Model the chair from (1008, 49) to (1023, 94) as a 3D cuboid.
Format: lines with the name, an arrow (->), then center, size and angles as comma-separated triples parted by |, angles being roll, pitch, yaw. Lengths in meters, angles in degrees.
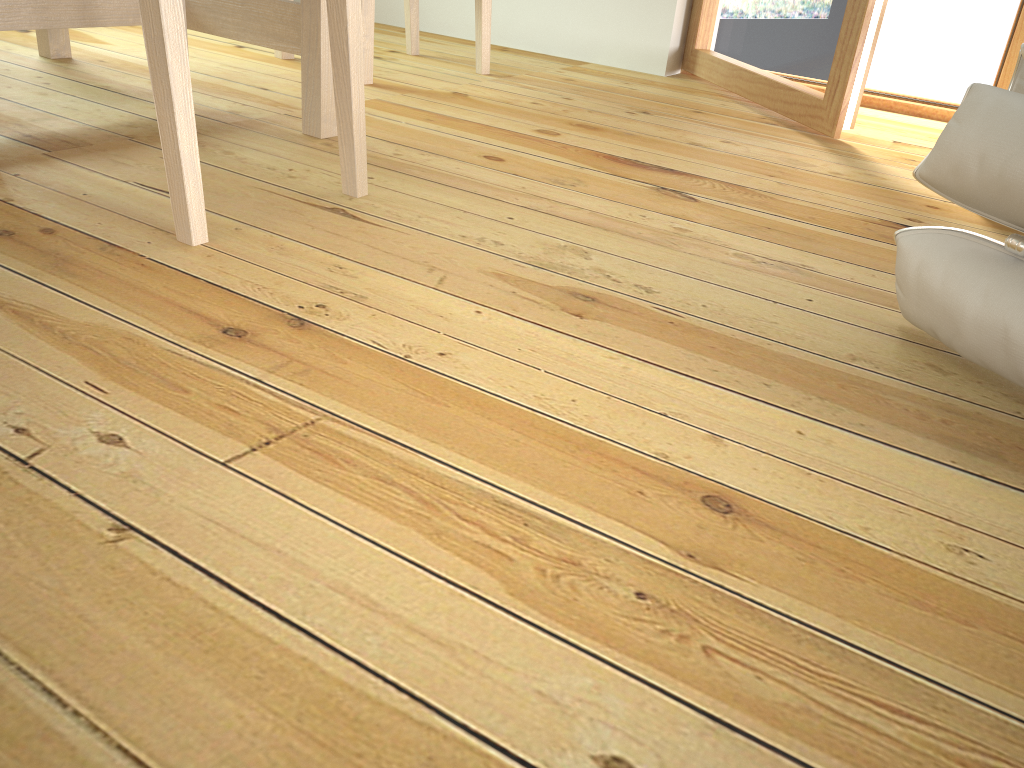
chair -> 1.372, -0.751, 1.553 | 0.573, 0.957, 0.919 | 27, 34, 34

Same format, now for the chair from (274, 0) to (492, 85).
chair -> -0.294, -1.345, 2.285 | 0.509, 1.005, 0.407 | -20, 37, -41

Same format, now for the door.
door -> 0.806, -1.869, 1.979 | 0.163, 2.389, 0.946 | -1, 28, -14

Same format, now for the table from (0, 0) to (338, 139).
table -> -1.140, -0.721, 1.219 | 1.206, 0.747, 2.519 | 22, 32, 28

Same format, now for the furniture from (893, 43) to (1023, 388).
furniture -> 0.873, -0.169, 0.919 | 0.687, 0.434, 0.576 | -6, 30, -22

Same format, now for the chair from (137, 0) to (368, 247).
chair -> -0.459, -0.755, 1.144 | 0.508, 1.005, 0.407 | 20, 30, 26
